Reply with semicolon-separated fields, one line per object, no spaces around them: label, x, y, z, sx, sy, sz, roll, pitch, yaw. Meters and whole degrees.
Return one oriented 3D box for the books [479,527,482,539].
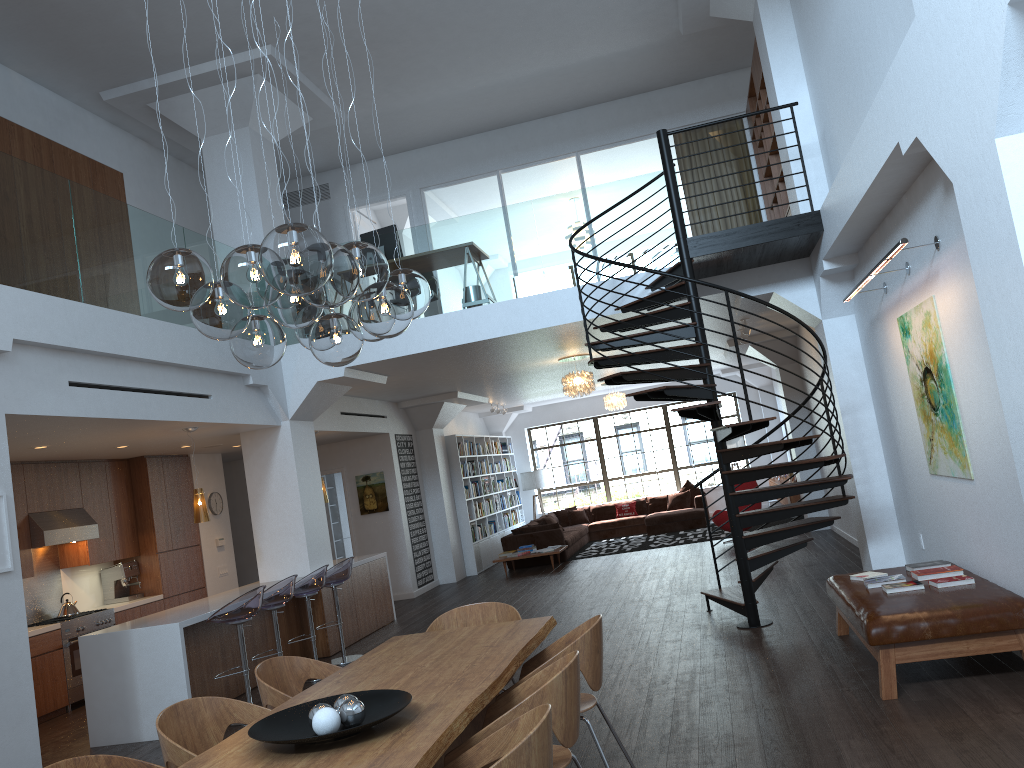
books;-0.634;2.678;15.838;0.161;0.223;0.030;-11;-6;11

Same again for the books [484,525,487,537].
books;-0.566;2.689;16.197;0.174;0.236;0.142;-11;-6;11

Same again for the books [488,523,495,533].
books;-0.413;2.753;16.846;0.139;0.191;0.036;-11;-6;11

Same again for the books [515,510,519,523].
books;0.042;2.853;19.038;0.176;0.290;0.053;-11;-6;11

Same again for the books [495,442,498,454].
books;-0.396;1.337;18.262;0.183;0.253;0.034;-11;-6;11

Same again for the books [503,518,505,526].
books;-0.229;2.795;17.707;0.161;0.223;0.026;-11;-6;11

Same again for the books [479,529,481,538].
books;-0.647;2.669;15.809;0.161;0.223;0.033;-11;-6;11

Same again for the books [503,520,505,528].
books;-0.248;2.787;17.675;0.174;0.240;0.045;-11;-6;11

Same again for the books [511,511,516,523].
books;-0.037;2.836;18.716;0.198;0.284;0.066;-11;-6;11

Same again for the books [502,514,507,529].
books;-0.228;2.773;17.794;0.198;0.284;0.066;-11;-6;11

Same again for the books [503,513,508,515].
books;-0.142;2.794;18.167;0.176;0.290;0.036;-11;-6;11

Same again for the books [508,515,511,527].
books;-0.138;2.808;18.129;0.183;0.253;0.034;-11;-6;11

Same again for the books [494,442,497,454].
books;-0.411;1.334;18.181;0.171;0.246;0.057;-11;-6;11

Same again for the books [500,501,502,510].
books;-0.306;2.405;17.690;0.182;0.255;0.077;-11;-6;11

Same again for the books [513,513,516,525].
books;-0.030;2.844;18.654;0.183;0.253;0.037;-11;-6;11

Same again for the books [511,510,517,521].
books;0.015;2.831;18.820;0.140;0.298;0.044;-11;-6;11

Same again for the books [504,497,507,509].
books;-0.212;2.440;18.122;0.174;0.242;0.105;-11;-6;11

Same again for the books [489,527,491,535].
books;-0.474;2.741;16.569;0.128;0.178;0.021;-11;-6;11

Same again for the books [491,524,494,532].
books;-0.416;2.757;16.817;0.128;0.178;0.021;-11;-6;11

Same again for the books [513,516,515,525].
books;-0.040;2.844;18.624;0.160;0.250;0.027;-11;-6;11

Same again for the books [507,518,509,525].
books;-0.166;2.805;18.016;0.171;0.246;0.057;-11;-6;11

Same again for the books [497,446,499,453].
books;-0.382;1.341;18.327;0.183;0.253;0.034;-11;-6;11

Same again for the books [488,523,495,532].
books;-0.413;2.751;16.879;0.146;0.202;0.027;-11;-6;11

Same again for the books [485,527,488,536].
books;-0.544;2.706;16.250;0.161;0.207;0.135;-11;-6;11

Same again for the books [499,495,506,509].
books;-0.257;2.409;17.980;0.197;0.290;0.136;-11;-6;11

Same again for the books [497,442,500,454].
books;-0.356;1.346;18.427;0.183;0.253;0.034;-11;-6;11

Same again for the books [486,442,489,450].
books;-0.544;1.294;17.590;0.160;0.251;0.031;-11;-6;11

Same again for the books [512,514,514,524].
books;-0.061;2.835;18.512;0.183;0.253;0.037;-11;-6;11

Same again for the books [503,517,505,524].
books;-0.234;2.796;17.740;0.168;0.231;0.037;-11;-6;11

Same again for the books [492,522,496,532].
books;-0.385;2.757;16.985;0.146;0.202;0.027;-11;-6;11

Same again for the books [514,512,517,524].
books;-0.009;2.856;18.772;0.189;0.247;0.057;-11;-6;11

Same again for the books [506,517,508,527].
books;-0.184;2.797;17.940;0.183;0.253;0.034;-11;-6;11

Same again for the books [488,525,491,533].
books;-0.475;2.741;16.596;0.134;0.184;0.030;-11;-6;11

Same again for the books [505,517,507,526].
books;-0.192;2.804;17.857;0.161;0.223;0.026;-11;-6;11

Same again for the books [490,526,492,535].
books;-0.444;2.758;16.653;0.110;0.153;0.019;-11;-6;11

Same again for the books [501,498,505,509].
books;-0.260;2.418;17.873;0.182;0.253;0.098;-11;-6;11

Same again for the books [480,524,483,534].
books;-0.615;2.668;15.988;0.160;0.251;0.039;-11;-6;11

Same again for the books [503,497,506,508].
books;-0.240;2.412;18.040;0.176;0.293;0.125;-11;-6;11

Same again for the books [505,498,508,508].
books;-0.180;2.459;18.245;0.161;0.222;0.084;-11;-6;11

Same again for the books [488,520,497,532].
books;-0.374;2.749;17.070;0.140;0.231;0.042;-11;-6;11

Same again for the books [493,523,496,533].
books;-0.399;2.751;16.904;0.146;0.202;0.027;-11;-6;11

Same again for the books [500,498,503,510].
books;-0.282;2.417;17.789;0.174;0.243;0.085;-11;-6;11

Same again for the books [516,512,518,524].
books;0.030;2.869;18.954;0.171;0.246;0.057;-11;-6;11

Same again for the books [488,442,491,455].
books;-0.527;1.297;17.654;0.160;0.251;0.039;-11;-6;11

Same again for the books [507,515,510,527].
books;-0.155;2.814;18.092;0.174;0.240;0.045;-11;-6;11

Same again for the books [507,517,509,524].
books;-0.154;2.819;18.056;0.161;0.223;0.027;-11;-6;11

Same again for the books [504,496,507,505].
books;-0.205;2.441;18.175;0.170;0.251;0.118;-11;-6;11

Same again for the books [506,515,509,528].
books;-0.174;2.798;17.972;0.183;0.253;0.034;-11;-6;11

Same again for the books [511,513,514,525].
books;-0.073;2.833;18.478;0.183;0.253;0.036;-11;-6;11

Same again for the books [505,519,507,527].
books;-0.202;2.790;17.834;0.160;0.250;0.026;-11;-6;11

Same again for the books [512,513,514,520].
books;-0.058;2.838;18.548;0.183;0.253;0.036;-11;-6;11

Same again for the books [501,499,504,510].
books;-0.281;2.415;17.830;0.182;0.255;0.077;-11;-6;11

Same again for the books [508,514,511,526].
books;-0.128;2.812;18.212;0.180;0.259;0.060;-11;-6;11

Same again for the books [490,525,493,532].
books;-0.423;2.756;16.739;0.107;0.167;0.017;-11;-6;11

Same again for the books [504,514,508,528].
books;-0.197;2.776;17.900;0.176;0.290;0.053;-11;-6;11

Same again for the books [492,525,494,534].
books;-0.421;2.758;16.790;0.126;0.173;0.032;-11;-6;11

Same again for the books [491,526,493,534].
books;-0.427;2.757;16.715;0.106;0.162;0.032;-11;-6;11
